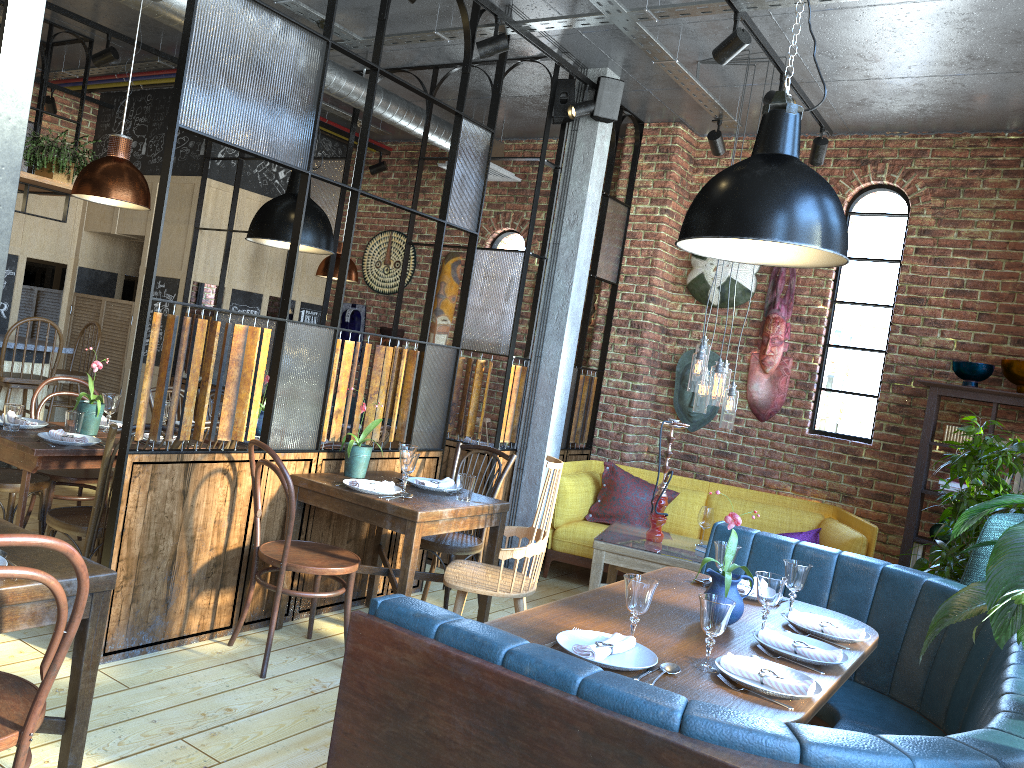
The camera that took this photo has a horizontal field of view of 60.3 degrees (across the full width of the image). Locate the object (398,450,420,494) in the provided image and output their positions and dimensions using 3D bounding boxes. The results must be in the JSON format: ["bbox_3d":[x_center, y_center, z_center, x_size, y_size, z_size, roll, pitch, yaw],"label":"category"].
[{"bbox_3d":[-0.479,0.404,4.009,0.097,0.191,0.100,9,1,-10],"label":"object"}]

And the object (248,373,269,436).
[{"bbox_3d":[-1.449,0.100,5.219,0.208,0.431,0.143,8,1,-38],"label":"object"}]

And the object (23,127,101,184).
[{"bbox_3d":[-3.294,-1.660,6.491,0.619,0.369,0.488,9,1,11],"label":"object"}]

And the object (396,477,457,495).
[{"bbox_3d":[-0.397,0.480,4.314,0.340,0.051,0.257,10,2,37],"label":"object"}]

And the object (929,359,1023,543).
[{"bbox_3d":[2.828,0.726,5.309,0.635,1.760,0.313,9,1,28],"label":"object"}]

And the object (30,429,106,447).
[{"bbox_3d":[-1.987,0.241,3.991,0.282,0.051,0.310,10,2,36],"label":"object"}]

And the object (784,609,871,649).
[{"bbox_3d":[1.068,0.812,2.980,0.282,0.051,0.310,10,2,36],"label":"object"}]

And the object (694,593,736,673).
[{"bbox_3d":[0.538,0.674,2.378,0.094,0.191,0.102,8,1,-28],"label":"object"}]

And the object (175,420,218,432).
[{"bbox_3d":[-1.829,0.235,5.087,0.282,0.051,0.310,10,2,36],"label":"object"}]

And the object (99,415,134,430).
[{"bbox_3d":[-2.122,0.203,4.614,0.282,0.051,0.310,10,2,36],"label":"object"}]

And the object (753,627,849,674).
[{"bbox_3d":[0.882,0.791,2.679,0.282,0.051,0.310,10,2,36],"label":"object"}]

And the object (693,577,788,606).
[{"bbox_3d":[0.877,0.771,3.374,0.340,0.051,0.257,10,2,37],"label":"object"}]

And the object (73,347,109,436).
[{"bbox_3d":[-2.058,0.031,4.314,0.142,0.426,0.209,9,1,-24],"label":"object"}]

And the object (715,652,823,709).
[{"bbox_3d":[0.687,0.770,2.348,0.282,0.051,0.310,10,2,36],"label":"object"}]

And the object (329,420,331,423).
[{"bbox_3d":[-1.755,0.299,7.766,0.318,0.051,0.275,9,2,-13],"label":"object"}]

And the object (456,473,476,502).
[{"bbox_3d":[-0.217,0.479,4.069,0.087,0.119,0.081,9,1,23],"label":"object"}]

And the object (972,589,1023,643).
[{"bbox_3d":[0.787,0.447,0.947,0.441,0.482,0.439,8,1,-35],"label":"object"}]

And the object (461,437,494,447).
[{"bbox_3d":[-0.262,0.439,6.596,0.282,0.051,0.310,10,2,36],"label":"object"}]

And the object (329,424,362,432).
[{"bbox_3d":[-1.413,0.358,7.579,0.340,0.051,0.257,10,2,37],"label":"object"}]

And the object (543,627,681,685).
[{"bbox_3d":[0.267,0.704,2.338,0.340,0.051,0.257,10,2,37],"label":"object"}]

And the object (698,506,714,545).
[{"bbox_3d":[1.115,0.826,5.102,0.088,0.228,0.093,9,1,-19],"label":"object"}]

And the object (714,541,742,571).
[{"bbox_3d":[0.783,0.688,3.264,0.094,0.191,0.102,8,1,-28],"label":"object"}]

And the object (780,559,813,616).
[{"bbox_3d":[0.994,0.725,3.108,0.094,0.191,0.102,8,1,-28],"label":"object"}]

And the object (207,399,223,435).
[{"bbox_3d":[-1.684,0.189,4.988,0.094,0.191,0.103,8,1,-37],"label":"object"}]

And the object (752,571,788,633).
[{"bbox_3d":[0.811,0.705,2.808,0.094,0.191,0.102,8,1,-28],"label":"object"}]

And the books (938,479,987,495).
[{"bbox_3d":[2.759,0.649,5.379,0.281,0.080,0.170,10,2,33],"label":"books"}]

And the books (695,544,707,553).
[{"bbox_3d":[1.175,0.943,4.895,0.154,0.028,0.285,8,2,-34],"label":"books"}]

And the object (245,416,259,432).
[{"bbox_3d":[-1.506,0.251,5.059,0.087,0.119,0.082,9,1,16],"label":"object"}]

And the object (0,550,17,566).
[{"bbox_3d":[-1.286,0.404,2.018,0.282,0.051,0.310,10,2,36],"label":"object"}]

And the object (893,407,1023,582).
[{"bbox_3d":[2.419,0.902,4.591,0.742,1.528,0.840,9,1,11],"label":"object"}]

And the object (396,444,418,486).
[{"bbox_3d":[-0.515,0.392,4.255,0.100,0.191,0.097,9,1,8],"label":"object"}]

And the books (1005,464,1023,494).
[{"bbox_3d":[2.985,0.598,5.254,0.130,0.258,0.155,10,1,33],"label":"books"}]

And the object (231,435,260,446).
[{"bbox_3d":[-1.413,0.305,4.907,0.282,0.051,0.310,10,2,36],"label":"object"}]

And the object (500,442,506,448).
[{"bbox_3d":[-0.083,0.433,6.533,0.081,0.119,0.087,8,1,-26],"label":"object"}]

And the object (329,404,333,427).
[{"bbox_3d":[-1.530,0.269,7.522,0.101,0.191,0.096,9,1,13],"label":"object"}]

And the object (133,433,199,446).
[{"bbox_3d":[-1.739,0.268,4.413,0.282,0.051,0.310,10,2,36],"label":"object"}]

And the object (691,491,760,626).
[{"bbox_3d":[0.712,0.568,2.867,0.208,0.431,0.143,8,1,-38],"label":"object"}]

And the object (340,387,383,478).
[{"bbox_3d":[-0.721,0.240,4.286,0.201,0.426,0.144,9,1,-23],"label":"object"}]

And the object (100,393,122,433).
[{"bbox_3d":[-2.043,0.147,4.471,0.097,0.191,0.100,9,1,-10],"label":"object"}]

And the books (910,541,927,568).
[{"bbox_3d":[2.775,1.013,5.342,0.614,0.574,0.182,10,1,32],"label":"books"}]

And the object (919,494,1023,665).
[{"bbox_3d":[1.298,0.354,1.919,0.636,0.751,0.700,10,1,32],"label":"object"}]

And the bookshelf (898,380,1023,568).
[{"bbox_3d":[2.798,0.868,5.332,0.854,1.667,0.302,10,1,34],"label":"bookshelf"}]

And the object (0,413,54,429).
[{"bbox_3d":[-2.377,0.174,4.212,0.282,0.051,0.310,10,2,36],"label":"object"}]

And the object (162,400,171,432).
[{"bbox_3d":[-1.798,0.183,4.553,0.094,0.191,0.103,8,1,-37],"label":"object"}]

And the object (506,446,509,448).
[{"bbox_3d":[0.079,0.490,6.671,0.340,0.051,0.257,10,2,37],"label":"object"}]

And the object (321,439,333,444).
[{"bbox_3d":[-1.189,0.330,5.284,0.282,0.051,0.310,10,2,36],"label":"object"}]

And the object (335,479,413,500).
[{"bbox_3d":[-0.612,0.456,3.945,0.340,0.051,0.257,10,2,37],"label":"object"}]

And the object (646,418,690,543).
[{"bbox_3d":[0.851,0.548,4.994,0.175,0.704,0.250,9,1,24],"label":"object"}]

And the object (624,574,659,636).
[{"bbox_3d":[0.348,0.641,2.476,0.094,0.191,0.102,8,1,-28],"label":"object"}]
